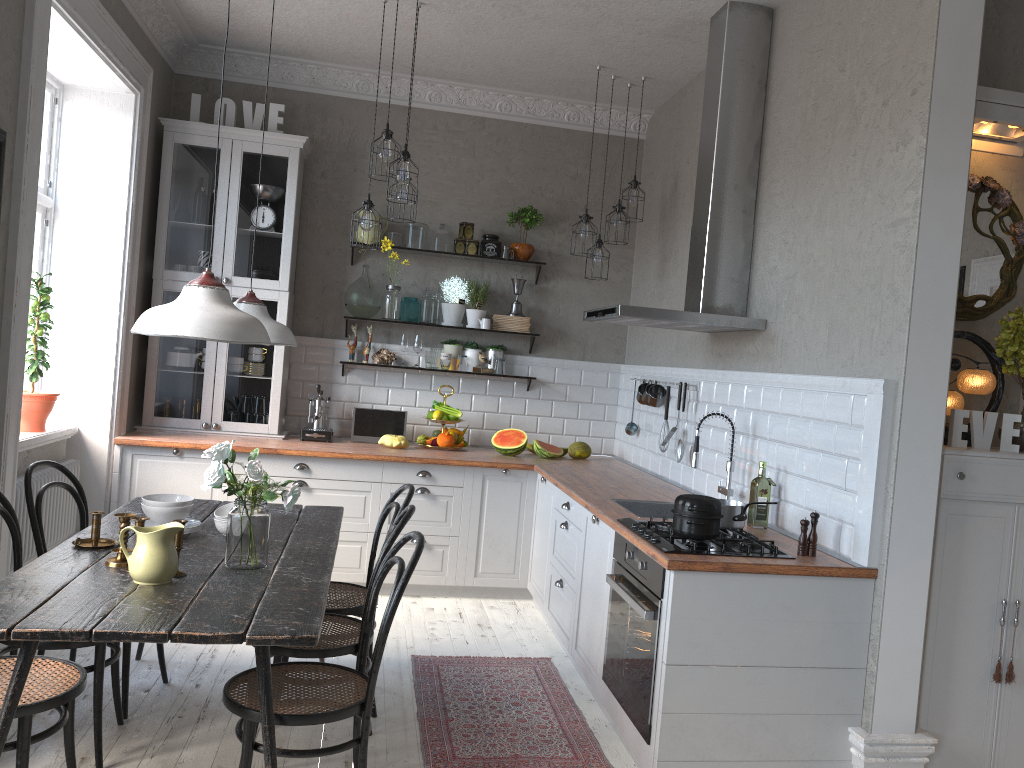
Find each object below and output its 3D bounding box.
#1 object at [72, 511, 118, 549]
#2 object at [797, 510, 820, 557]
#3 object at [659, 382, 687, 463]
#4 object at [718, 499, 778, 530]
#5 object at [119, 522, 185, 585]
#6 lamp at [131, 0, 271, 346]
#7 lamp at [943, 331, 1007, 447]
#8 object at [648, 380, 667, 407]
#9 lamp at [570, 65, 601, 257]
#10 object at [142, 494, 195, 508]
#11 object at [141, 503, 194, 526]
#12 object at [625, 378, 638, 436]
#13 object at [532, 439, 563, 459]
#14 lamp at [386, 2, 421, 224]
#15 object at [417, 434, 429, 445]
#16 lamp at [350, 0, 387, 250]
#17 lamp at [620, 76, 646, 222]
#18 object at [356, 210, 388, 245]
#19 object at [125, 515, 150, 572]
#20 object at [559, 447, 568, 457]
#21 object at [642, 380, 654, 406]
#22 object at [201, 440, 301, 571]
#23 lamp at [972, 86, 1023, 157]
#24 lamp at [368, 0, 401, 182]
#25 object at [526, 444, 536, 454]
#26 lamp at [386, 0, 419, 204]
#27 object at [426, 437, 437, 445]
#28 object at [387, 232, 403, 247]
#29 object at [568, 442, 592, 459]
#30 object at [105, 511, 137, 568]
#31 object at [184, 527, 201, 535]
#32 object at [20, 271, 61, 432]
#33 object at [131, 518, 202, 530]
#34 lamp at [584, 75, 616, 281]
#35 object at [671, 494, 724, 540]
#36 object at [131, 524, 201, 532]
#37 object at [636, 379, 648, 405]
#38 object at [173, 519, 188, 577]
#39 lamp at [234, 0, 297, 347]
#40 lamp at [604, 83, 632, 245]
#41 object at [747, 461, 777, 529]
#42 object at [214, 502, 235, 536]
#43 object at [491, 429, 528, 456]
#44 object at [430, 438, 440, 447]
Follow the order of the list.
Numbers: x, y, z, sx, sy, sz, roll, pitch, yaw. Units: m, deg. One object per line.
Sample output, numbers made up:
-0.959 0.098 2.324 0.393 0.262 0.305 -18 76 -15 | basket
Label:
-1.401 0.488 2.983 0.142 0.112 0.137 4 1 -28 | object
1.080 0.541 3.225 0.073 0.166 0.035 5 1 -11 | object
0.892 0.205 4.934 0.082 0.443 0.326 5 1 -9 | object
0.904 0.505 3.504 0.299 0.134 0.177 6 1 24 | object
-1.061 0.497 2.615 0.133 0.170 0.153 6 2 41 | object
-0.815 -1.051 2.541 0.373 1.858 0.386 6 1 27 | lamp
1.706 0.073 3.421 0.451 0.558 0.171 5 1 -3 | lamp
0.870 0.060 5.298 0.108 0.161 0.137 5 1 7 | object
0.505 -1.650 5.386 0.144 1.735 0.149 5 1 22 | lamp
-1.260 0.463 3.239 0.182 0.094 0.177 4 1 -19 | object
-1.261 0.483 3.240 0.182 0.094 0.177 4 1 -19 | object
0.796 0.150 5.809 0.077 0.378 0.082 5 1 -10 | object
0.243 0.429 5.790 0.228 0.127 0.146 4 1 -28 | object
-0.513 -1.723 4.659 0.149 1.735 0.144 4 1 -23 | lamp
-0.578 0.369 5.870 0.075 0.072 0.153 5 1 20 | object
-0.699 -1.579 4.631 0.150 1.735 0.143 4 2 -43 | lamp
0.818 -1.885 5.509 0.150 1.735 0.143 4 2 -38 | lamp
-0.935 -1.027 5.871 0.190 0.216 0.173 5 1 4 | object
-1.146 0.487 2.717 0.061 0.172 0.062 5 1 11 | object
0.311 0.457 5.981 0.117 0.073 0.204 6 2 43 | object
0.859 0.056 5.424 0.109 0.161 0.136 5 1 -8 | object
-0.846 0.387 2.859 0.314 0.414 0.249 5 1 -12 | object
1.902 -1.024 3.466 0.419 0.171 0.218 5 1 -11 | lamp
-0.580 -1.906 4.482 0.149 1.735 0.144 4 1 -23 | lamp
0.179 0.447 6.053 0.199 0.067 0.103 5 1 -4 | object
-0.472 -1.763 4.348 0.144 1.735 0.150 6 1 37 | lamp
-0.533 0.377 5.843 0.084 0.057 0.089 5 1 22 | object
-0.791 -0.963 5.960 0.104 0.111 0.102 5 1 -10 | object
0.456 0.447 5.959 0.129 0.119 0.208 6 2 43 | object
-1.217 0.479 2.776 0.098 0.172 0.094 4 1 -29 | object
-1.266 0.536 3.241 0.236 0.027 0.239 5 1 8 | object
-2.427 -0.168 4.505 0.257 0.813 0.263 5 1 17 | object
-1.264 0.519 3.241 0.235 0.027 0.239 5 1 13 | object
0.601 -1.523 5.544 0.150 1.735 0.143 4 2 -38 | lamp
0.674 0.484 3.227 0.194 0.147 0.189 4 2 -30 | object
-1.265 0.527 3.241 0.242 0.027 0.232 4 2 -42 | object
0.839 0.051 5.550 0.108 0.161 0.137 5 1 2 | object
-1.020 0.501 2.707 0.059 0.167 0.059 5 1 3 | object
-0.950 -1.084 3.418 0.380 1.858 0.378 5 1 -3 | lamp
0.740 -1.767 5.670 0.144 1.735 0.149 6 1 32 | lamp
1.066 0.471 3.757 0.090 0.282 0.081 5 1 -10 | object
-1.054 0.506 3.324 0.124 0.119 0.128 5 1 6 | object
-0.017 0.383 5.789 0.234 0.174 0.219 5 1 12 | object
-0.521 0.386 5.861 0.071 0.076 0.225 4 2 -27 | object
